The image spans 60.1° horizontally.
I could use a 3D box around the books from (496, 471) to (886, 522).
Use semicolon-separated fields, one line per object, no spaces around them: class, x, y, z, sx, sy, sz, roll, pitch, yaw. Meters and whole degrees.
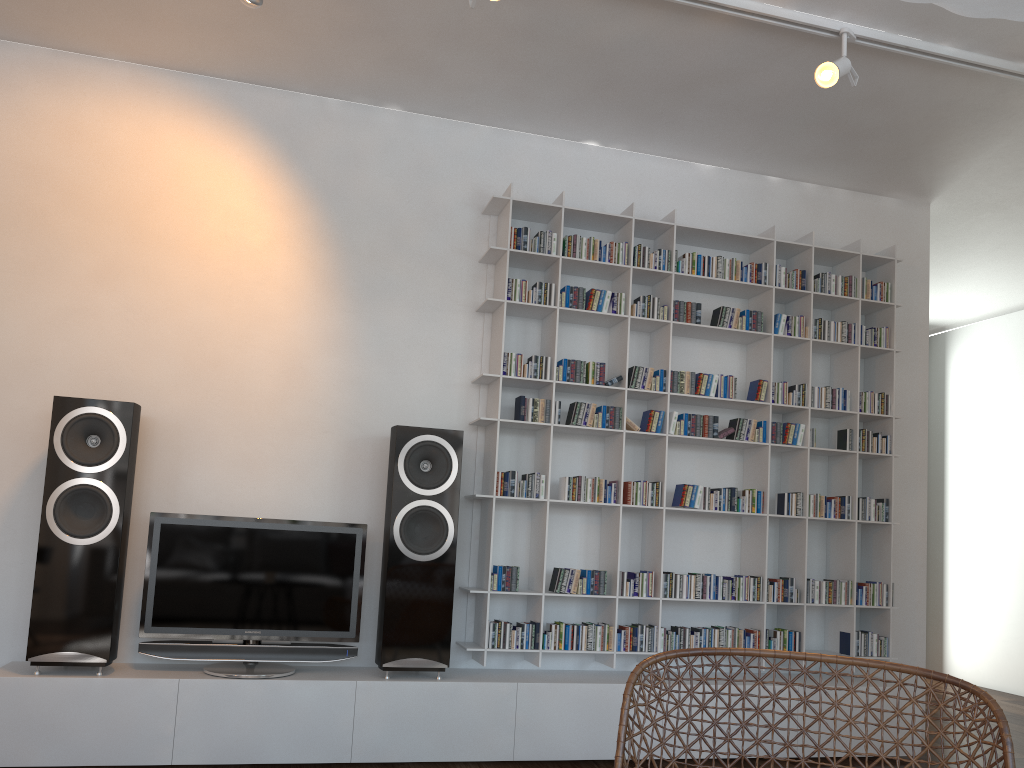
books;0.847;0.518;4.037;1.927;0.113;0.115;6;-8;-15

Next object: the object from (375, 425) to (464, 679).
object;-0.392;0.692;3.656;0.295;0.994;0.282;5;-6;-15

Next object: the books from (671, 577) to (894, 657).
books;1.262;1.074;4.104;1.135;0.346;0.115;6;-6;-15

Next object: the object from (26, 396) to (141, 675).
object;-1.599;0.570;3.335;0.295;0.994;0.282;5;-6;-15

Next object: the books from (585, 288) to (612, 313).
books;0.379;-0.363;3.978;0.118;0.107;0.090;5;-8;-15

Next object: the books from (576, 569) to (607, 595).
books;0.342;0.866;3.867;0.132;0.103;0.100;6;-8;-16

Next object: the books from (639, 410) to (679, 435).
books;0.666;0.178;4.012;0.158;0.109;0.090;5;-8;-15

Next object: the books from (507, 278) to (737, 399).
books;0.499;-0.187;3.997;1.126;0.428;0.102;6;-6;-15

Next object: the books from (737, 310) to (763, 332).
books;1.109;-0.286;4.172;0.132;0.103;0.100;6;-8;-16

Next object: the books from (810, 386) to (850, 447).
books;1.497;0.167;4.243;0.231;0.297;0.115;5;-6;-15

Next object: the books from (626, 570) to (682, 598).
books;0.620;0.891;3.943;0.268;0.112;0.100;6;-8;-16

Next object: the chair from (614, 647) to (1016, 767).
chair;0.452;0.811;1.371;0.718;0.703;0.692;1;-8;18

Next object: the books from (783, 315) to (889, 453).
books;1.552;0.011;4.271;0.569;0.621;0.115;5;-6;-15

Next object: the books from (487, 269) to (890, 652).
books;0.870;0.305;4.060;1.955;1.806;0.115;5;-6;-15

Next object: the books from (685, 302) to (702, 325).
books;0.826;-0.316;4.096;0.074;0.103;0.090;5;-8;-15

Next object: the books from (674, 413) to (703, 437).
books;0.797;0.193;4.047;0.132;0.103;0.100;6;-8;-16

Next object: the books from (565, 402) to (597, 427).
books;0.306;0.140;3.916;0.118;0.107;0.090;5;-8;-15

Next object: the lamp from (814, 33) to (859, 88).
lamp;1.145;-1.126;3.113;0.085;0.238;0.252;-2;-9;41

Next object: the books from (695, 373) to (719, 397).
books;0.883;0.011;4.085;0.118;0.107;0.090;5;-8;-15

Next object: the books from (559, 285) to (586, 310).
books;0.256;-0.374;3.946;0.132;0.103;0.100;6;-8;-16

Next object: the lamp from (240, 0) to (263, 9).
lamp;-0.747;-1.300;2.713;0.251;0.238;0.086;-4;-9;41

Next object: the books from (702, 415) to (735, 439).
books;0.942;0.208;4.085;0.164;0.105;0.090;5;-8;-15

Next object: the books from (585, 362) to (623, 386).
books;0.411;-0.033;3.959;0.164;0.105;0.090;5;-8;-15

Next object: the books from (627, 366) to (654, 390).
books;0.574;-0.019;4.003;0.118;0.107;0.090;5;-8;-15

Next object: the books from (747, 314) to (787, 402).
books;1.206;-0.117;4.184;0.156;0.428;0.090;5;-6;-15

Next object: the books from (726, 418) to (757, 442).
books;1.070;0.219;4.119;0.118;0.107;0.090;5;-8;-15

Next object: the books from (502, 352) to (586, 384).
books;0.132;-0.061;3.886;0.384;0.103;0.102;6;-8;-15

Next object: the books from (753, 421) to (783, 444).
books;1.188;0.232;4.151;0.145;0.104;0.099;6;-8;-16

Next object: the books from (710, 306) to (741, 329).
books;0.998;-0.299;4.142;0.118;0.107;0.090;5;-8;-15

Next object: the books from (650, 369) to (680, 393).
books;0.688;-0.005;4.034;0.139;0.103;0.100;6;-8;-16

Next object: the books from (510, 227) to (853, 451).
books;0.800;-0.179;4.081;1.756;0.851;0.115;6;-6;-15

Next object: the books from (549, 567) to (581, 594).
books;0.230;0.854;3.836;0.118;0.107;0.090;5;-8;-15

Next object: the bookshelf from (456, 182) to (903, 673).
bookshelf;0.842;0.256;4.108;2.088;2.058;0.228;5;-6;-15

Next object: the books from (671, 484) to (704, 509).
books;0.800;0.512;4.021;0.118;0.107;0.090;5;-8;-15

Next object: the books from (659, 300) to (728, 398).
books;0.823;-0.153;4.085;0.351;0.428;0.101;5;-6;-16

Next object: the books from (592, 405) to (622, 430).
books;0.416;0.155;3.946;0.132;0.103;0.100;6;-8;-16

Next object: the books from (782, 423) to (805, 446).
books;1.314;0.243;4.184;0.118;0.107;0.090;5;-8;-15

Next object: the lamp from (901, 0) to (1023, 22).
lamp;0.657;-0.539;0.376;1.470;0.208;1.484;-1;-10;22

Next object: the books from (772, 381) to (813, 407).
books;1.309;0.055;4.199;0.232;0.112;0.102;6;-8;-15

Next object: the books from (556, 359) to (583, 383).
books;0.242;-0.050;3.915;0.132;0.103;0.100;6;-8;-16

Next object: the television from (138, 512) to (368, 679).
television;-1.005;0.830;3.488;0.788;0.596;0.348;3;-7;4

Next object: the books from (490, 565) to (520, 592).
books;-0.041;0.827;3.765;0.132;0.103;0.100;6;-8;-16

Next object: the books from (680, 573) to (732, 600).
books;0.865;0.916;4.009;0.234;0.111;0.115;6;-8;-15

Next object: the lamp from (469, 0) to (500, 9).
lamp;-0.094;-1.260;2.732;0.085;0.238;0.252;7;-8;-29

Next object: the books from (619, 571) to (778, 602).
books;0.836;0.913;4.001;0.766;0.111;0.115;6;-8;-15

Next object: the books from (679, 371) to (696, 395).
books;0.790;0.004;4.060;0.074;0.108;0.090;5;-8;-15

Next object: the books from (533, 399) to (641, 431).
books;0.328;0.146;3.922;0.504;0.105;0.090;6;-8;-15

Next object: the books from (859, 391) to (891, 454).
books;1.734;0.191;4.306;0.183;0.297;0.115;5;-6;-15

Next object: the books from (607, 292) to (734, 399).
books;0.729;-0.168;4.060;0.622;0.435;0.101;5;-6;-15
